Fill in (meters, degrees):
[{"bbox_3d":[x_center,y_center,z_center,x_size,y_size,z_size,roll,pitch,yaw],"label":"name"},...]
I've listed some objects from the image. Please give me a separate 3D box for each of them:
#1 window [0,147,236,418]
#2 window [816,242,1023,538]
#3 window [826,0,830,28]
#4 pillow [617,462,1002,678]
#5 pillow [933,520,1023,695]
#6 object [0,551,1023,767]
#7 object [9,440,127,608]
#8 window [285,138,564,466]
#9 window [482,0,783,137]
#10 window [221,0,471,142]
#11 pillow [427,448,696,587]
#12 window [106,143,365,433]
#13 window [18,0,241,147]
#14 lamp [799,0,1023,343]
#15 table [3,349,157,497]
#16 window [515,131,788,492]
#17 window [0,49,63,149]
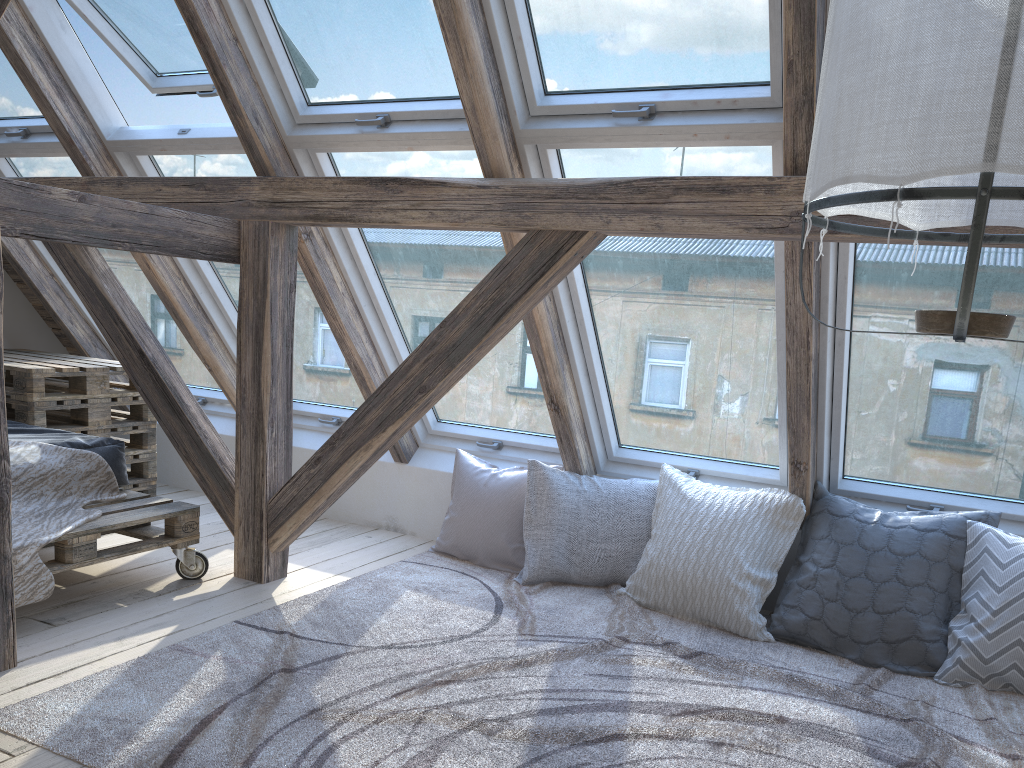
[{"bbox_3d":[-1.863,-0.467,4.329,0.849,1.303,1.083,9,10,26],"label":"window"},{"bbox_3d":[1.407,-0.096,2.742,0.849,1.303,1.083,9,10,26],"label":"window"},{"bbox_3d":[1.045,-1.253,1.630,0.849,1.303,1.083,9,10,26],"label":"window"},{"bbox_3d":[1.036,0.645,3.227,1.263,0.575,0.462,7,9,27],"label":"pillow"},{"bbox_3d":[1.991,0.787,2.719,1.144,0.545,0.496,8,9,31],"label":"pillow"},{"bbox_3d":[0.594,0.918,2.415,3.163,0.057,2.166,7,5,26],"label":"object"},{"bbox_3d":[-1.612,0.471,2.839,0.809,0.483,0.993,0,7,-34],"label":"object"},{"bbox_3d":[-0.228,-0.281,3.535,0.849,1.303,1.083,9,10,26],"label":"window"},{"bbox_3d":[0.227,-1.346,2.026,0.849,1.303,1.083,9,10,26],"label":"window"},{"bbox_3d":[-0.590,-1.439,2.423,0.849,1.303,1.083,9,10,26],"label":"window"},{"bbox_3d":[0.162,0.579,3.685,1.128,0.536,0.428,6,9,18],"label":"pillow"},{"bbox_3d":[-1.046,-0.374,3.932,0.849,1.303,1.083,9,10,26],"label":"window"},{"bbox_3d":[-1.387,-1.533,2.861,0.849,1.302,1.335,9,9,26],"label":"window"},{"bbox_3d":[0.613,-0.997,0.875,0.400,1.935,0.398,0,12,-22],"label":"lamp"},{"bbox_3d":[-2.330,0.226,4.237,1.009,0.717,0.667,8,9,26],"label":"table"},{"bbox_3d":[0.590,-0.189,3.139,0.849,1.303,1.083,9,10,26],"label":"window"},{"bbox_3d":[-2.226,-1.624,3.217,0.849,1.303,1.083,9,10,26],"label":"window"}]
